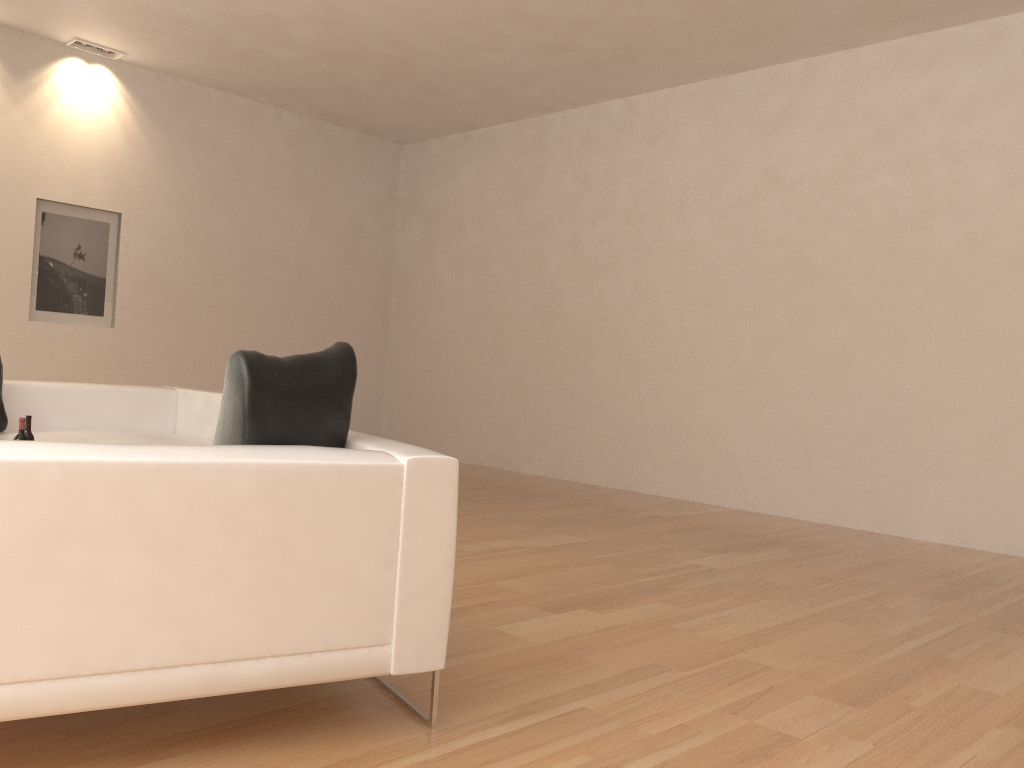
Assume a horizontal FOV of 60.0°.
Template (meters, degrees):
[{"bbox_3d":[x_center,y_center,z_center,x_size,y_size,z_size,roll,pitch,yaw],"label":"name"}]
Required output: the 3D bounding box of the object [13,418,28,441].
[{"bbox_3d":[-2.065,0.264,3.726,0.059,0.244,0.059,4,0,44],"label":"object"}]

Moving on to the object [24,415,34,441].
[{"bbox_3d":[-2.095,0.260,3.828,0.057,0.248,0.057,4,0,-28],"label":"object"}]

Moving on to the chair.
[{"bbox_3d":[-1.193,0.497,2.519,1.671,0.761,1.262,4,0,-31],"label":"chair"}]

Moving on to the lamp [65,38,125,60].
[{"bbox_3d":[-3.843,-3.167,8.193,0.243,0.166,0.446,4,0,44],"label":"lamp"}]

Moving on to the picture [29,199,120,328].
[{"bbox_3d":[-4.118,-1.113,8.348,0.005,1.155,0.802,4,0,44],"label":"picture"}]

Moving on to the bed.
[{"bbox_3d":[-2.988,0.361,5.130,1.262,0.761,3.075,4,0,44],"label":"bed"}]

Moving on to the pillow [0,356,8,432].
[{"bbox_3d":[-3.236,0.031,5.090,0.270,0.524,0.628,4,0,28],"label":"pillow"}]

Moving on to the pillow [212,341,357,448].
[{"bbox_3d":[-0.690,0.192,2.639,0.324,0.666,0.506,4,0,34],"label":"pillow"}]
